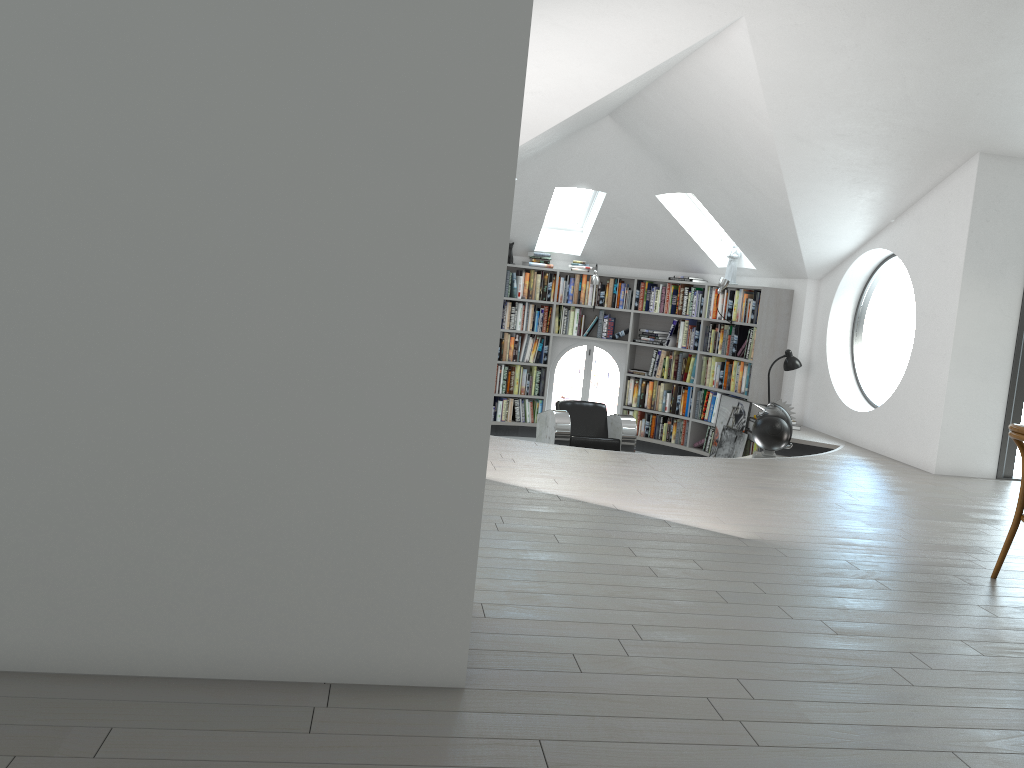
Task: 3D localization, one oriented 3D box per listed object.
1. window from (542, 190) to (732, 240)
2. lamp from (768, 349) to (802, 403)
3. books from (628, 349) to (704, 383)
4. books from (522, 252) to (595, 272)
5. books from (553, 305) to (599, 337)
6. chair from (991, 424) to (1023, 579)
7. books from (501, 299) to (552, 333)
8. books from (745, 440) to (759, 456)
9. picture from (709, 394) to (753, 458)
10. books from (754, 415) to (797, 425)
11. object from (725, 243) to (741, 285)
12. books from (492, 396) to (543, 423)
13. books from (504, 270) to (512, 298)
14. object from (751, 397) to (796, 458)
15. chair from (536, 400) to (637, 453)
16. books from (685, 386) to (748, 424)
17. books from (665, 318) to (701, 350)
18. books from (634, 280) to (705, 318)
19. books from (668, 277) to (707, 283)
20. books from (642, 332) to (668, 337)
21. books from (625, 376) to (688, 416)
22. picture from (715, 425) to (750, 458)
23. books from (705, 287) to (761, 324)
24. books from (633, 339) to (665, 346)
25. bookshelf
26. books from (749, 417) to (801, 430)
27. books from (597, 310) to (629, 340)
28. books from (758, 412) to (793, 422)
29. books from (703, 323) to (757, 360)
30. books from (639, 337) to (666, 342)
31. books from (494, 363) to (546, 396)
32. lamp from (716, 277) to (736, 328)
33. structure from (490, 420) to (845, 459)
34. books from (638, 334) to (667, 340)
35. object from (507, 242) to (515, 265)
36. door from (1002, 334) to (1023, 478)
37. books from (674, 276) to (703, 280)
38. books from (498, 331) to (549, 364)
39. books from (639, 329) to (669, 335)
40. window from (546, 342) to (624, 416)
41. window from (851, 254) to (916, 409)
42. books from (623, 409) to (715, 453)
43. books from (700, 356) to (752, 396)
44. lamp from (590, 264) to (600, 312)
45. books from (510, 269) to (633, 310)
[{"bbox_3d":[0.734,-2.109,9.843,4.053,0.711,1.938,5,6,-8],"label":"window"},{"bbox_3d":[2.669,-0.015,8.721,0.323,0.658,0.234,6,5,7],"label":"lamp"},{"bbox_3d":[1.863,-0.231,10.429,0.976,0.351,0.252,10,7,34],"label":"books"},{"bbox_3d":[-0.257,-1.490,10.144,2.813,0.173,0.750,1,8,-37],"label":"books"},{"bbox_3d":[-0.113,-0.807,10.434,2.527,0.370,0.593,3,7,-27],"label":"books"},{"bbox_3d":[2.461,0.575,3.868,0.621,0.733,0.529,5,5,-5],"label":"chair"},{"bbox_3d":[0.002,-0.830,10.684,1.027,0.358,0.301,3,6,-22],"label":"books"},{"bbox_3d":[2.507,0.780,8.716,0.272,0.297,1.150,6,6,6],"label":"books"},{"bbox_3d":[2.312,0.570,9.450,0.090,0.861,0.580,4,5,-18],"label":"picture"},{"bbox_3d":[2.595,0.354,8.753,0.286,0.034,0.305,4,7,-18],"label":"books"},{"bbox_3d":[2.443,-1.331,9.833,0.179,0.471,0.179,6,5,1],"label":"object"},{"bbox_3d":[-0.098,0.294,10.732,1.018,0.306,0.288,3,6,-23],"label":"books"},{"bbox_3d":[-0.324,-1.219,10.454,0.682,0.345,0.266,2,6,-31],"label":"books"},{"bbox_3d":[2.234,0.393,7.626,0.320,0.561,0.321,2,6,-35],"label":"object"},{"bbox_3d":[0.714,0.560,8.799,0.822,0.718,0.743,4,6,-13],"label":"chair"},{"bbox_3d":[2.374,0.278,9.797,0.303,0.358,1.188,3,7,-27],"label":"books"},{"bbox_3d":[2.076,-0.581,10.309,0.554,0.350,0.256,10,7,38],"label":"books"},{"bbox_3d":[1.893,-1.002,10.416,0.971,0.366,0.306,10,7,35],"label":"books"},{"bbox_3d":[2.058,-1.209,10.367,0.316,0.036,0.337,-1,9,-45],"label":"books"},{"bbox_3d":[1.712,-0.594,10.607,0.227,0.036,0.213,11,8,42],"label":"books"},{"bbox_3d":[1.761,0.134,10.517,0.874,0.350,0.272,10,7,33],"label":"books"},{"bbox_3d":[2.276,0.746,9.281,0.106,0.554,0.491,4,6,-18],"label":"picture"},{"bbox_3d":[2.519,-0.852,9.662,0.292,0.361,1.017,3,7,-26],"label":"books"},{"bbox_3d":[1.702,-0.500,10.615,0.389,0.042,0.366,10,7,32],"label":"books"},{"bbox_3d":[0.556,-0.355,9.984,4.331,1.876,2.115,5,6,-8],"label":"bookshelf"},{"bbox_3d":[2.591,0.390,8.756,0.365,0.042,0.389,5,6,-8],"label":"books"},{"bbox_3d":[1.250,-0.706,10.728,0.399,0.340,0.224,7,5,12],"label":"books"},{"bbox_3d":[2.598,0.322,8.750,0.269,0.031,0.286,6,6,2],"label":"books"},{"bbox_3d":[2.484,-0.470,9.682,0.279,0.357,1.056,4,7,-22],"label":"books"},{"bbox_3d":[1.705,-0.532,10.612,0.286,0.031,0.269,9,7,27],"label":"books"},{"bbox_3d":[-0.048,-0.065,10.713,1.031,0.356,0.293,3,6,-23],"label":"books"},{"bbox_3d":[2.329,-0.876,9.552,0.275,0.524,0.112,4,5,-17],"label":"lamp"},{"bbox_3d":[0.659,0.573,8.685,4.720,0.691,4.710,10,8,37],"label":"structure"},{"bbox_3d":[1.708,-0.563,10.610,0.286,0.031,0.269,11,8,42],"label":"books"},{"bbox_3d":[-0.022,-1.553,10.532,0.147,0.264,0.202,5,5,-11],"label":"object"},{"bbox_3d":[3.928,-0.495,7.355,0.080,2.341,1.054,5,5,-8],"label":"door"},{"bbox_3d":[2.061,-1.237,10.364,0.233,0.027,0.248,1,8,-35],"label":"books"},{"bbox_3d":[-0.021,-0.448,10.675,0.997,0.351,0.298,3,6,-24],"label":"books"},{"bbox_3d":[1.715,-0.625,10.605,0.269,0.031,0.287,2,7,-28],"label":"books"},{"bbox_3d":[-0.105,-0.086,10.789,3.228,1.148,0.619,3,6,-22],"label":"window"},{"bbox_3d":[3.495,-0.465,8.000,0.104,1.467,1.475,5,6,-8],"label":"window"},{"bbox_3d":[1.918,0.538,10.339,1.501,0.310,0.359,12,8,44],"label":"books"},{"bbox_3d":[2.453,-0.089,9.710,0.275,0.347,1.024,4,7,-23],"label":"books"},{"bbox_3d":[0.966,-1.139,10.488,0.113,0.565,0.358,6,5,-1],"label":"lamp"},{"bbox_3d":[0.713,-1.155,10.724,1.565,0.366,0.395,5,6,-3],"label":"books"}]
